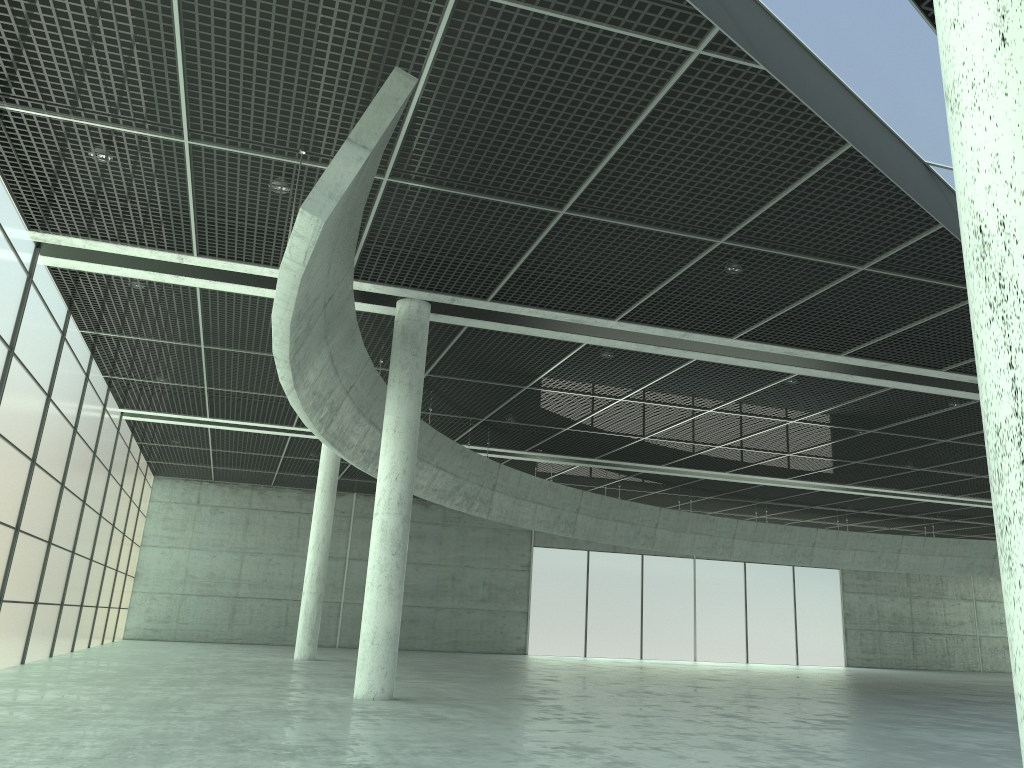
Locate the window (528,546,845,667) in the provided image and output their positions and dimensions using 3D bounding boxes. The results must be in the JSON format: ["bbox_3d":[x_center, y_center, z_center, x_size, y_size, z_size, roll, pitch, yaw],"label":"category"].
[{"bbox_3d":[17.475,23.933,84.803,33.436,10.663,0.159,8,-18,-16],"label":"window"}]

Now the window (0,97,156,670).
[{"bbox_3d":[32.464,8.178,39.876,100.508,16.083,99.829,8,-18,-16],"label":"window"}]
